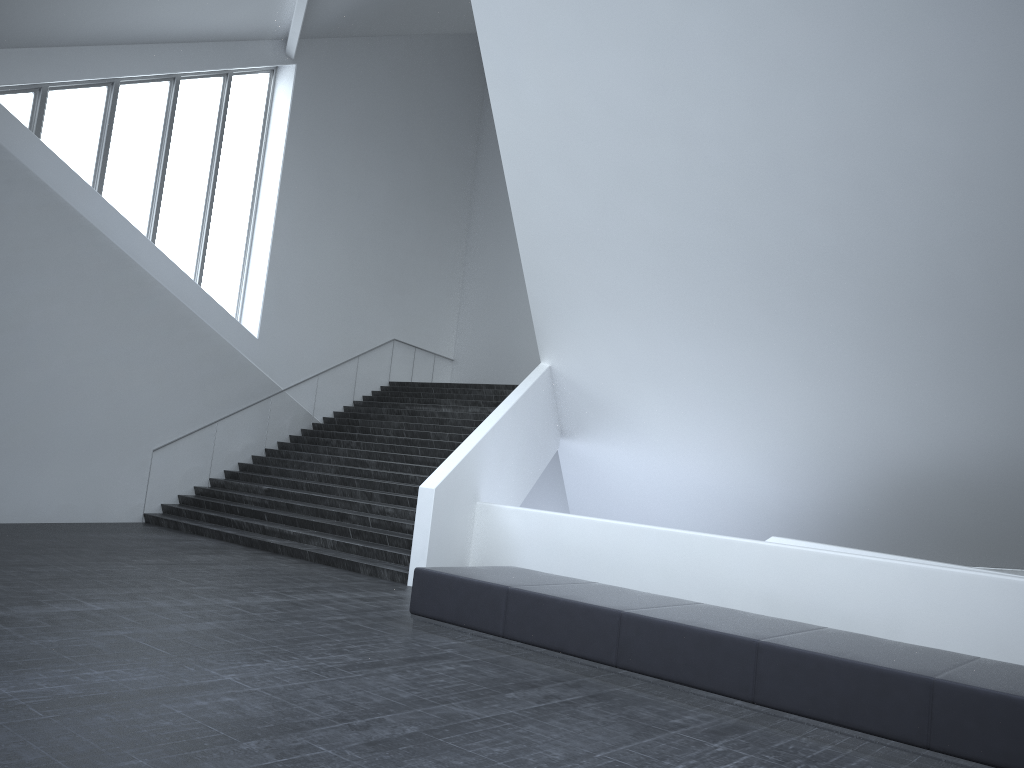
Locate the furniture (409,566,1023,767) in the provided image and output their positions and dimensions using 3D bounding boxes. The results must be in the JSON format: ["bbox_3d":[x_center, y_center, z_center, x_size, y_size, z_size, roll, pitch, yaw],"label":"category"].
[{"bbox_3d":[1.724,2.196,7.168,5.742,0.580,1.488,2,-8,39],"label":"furniture"}]
